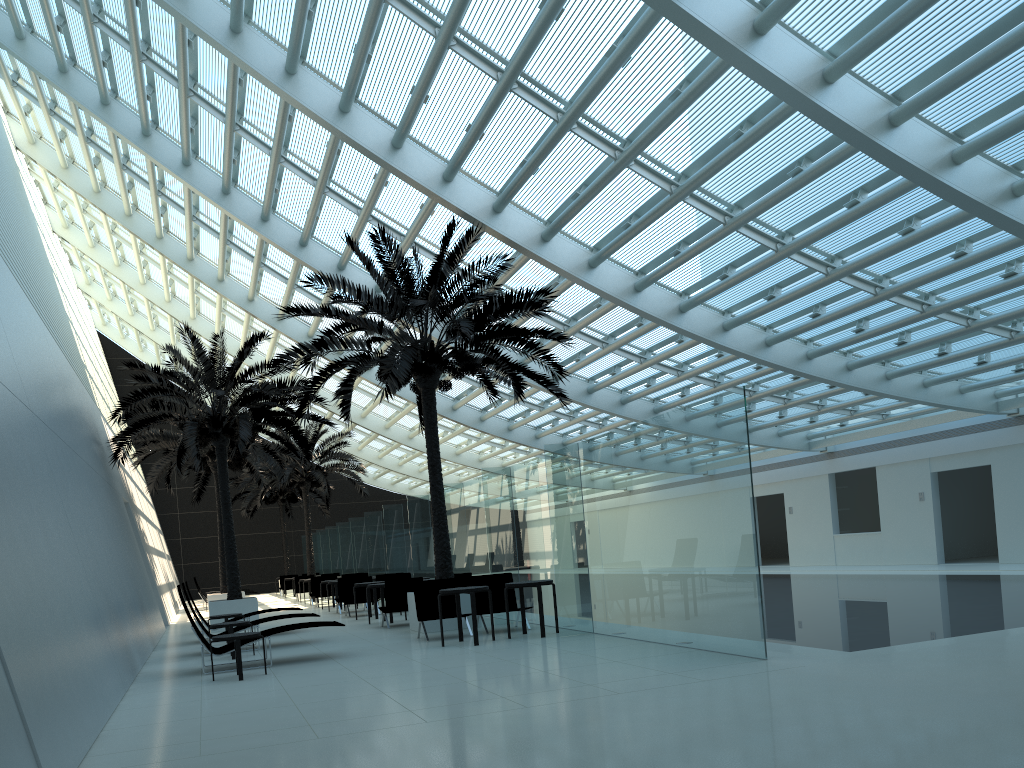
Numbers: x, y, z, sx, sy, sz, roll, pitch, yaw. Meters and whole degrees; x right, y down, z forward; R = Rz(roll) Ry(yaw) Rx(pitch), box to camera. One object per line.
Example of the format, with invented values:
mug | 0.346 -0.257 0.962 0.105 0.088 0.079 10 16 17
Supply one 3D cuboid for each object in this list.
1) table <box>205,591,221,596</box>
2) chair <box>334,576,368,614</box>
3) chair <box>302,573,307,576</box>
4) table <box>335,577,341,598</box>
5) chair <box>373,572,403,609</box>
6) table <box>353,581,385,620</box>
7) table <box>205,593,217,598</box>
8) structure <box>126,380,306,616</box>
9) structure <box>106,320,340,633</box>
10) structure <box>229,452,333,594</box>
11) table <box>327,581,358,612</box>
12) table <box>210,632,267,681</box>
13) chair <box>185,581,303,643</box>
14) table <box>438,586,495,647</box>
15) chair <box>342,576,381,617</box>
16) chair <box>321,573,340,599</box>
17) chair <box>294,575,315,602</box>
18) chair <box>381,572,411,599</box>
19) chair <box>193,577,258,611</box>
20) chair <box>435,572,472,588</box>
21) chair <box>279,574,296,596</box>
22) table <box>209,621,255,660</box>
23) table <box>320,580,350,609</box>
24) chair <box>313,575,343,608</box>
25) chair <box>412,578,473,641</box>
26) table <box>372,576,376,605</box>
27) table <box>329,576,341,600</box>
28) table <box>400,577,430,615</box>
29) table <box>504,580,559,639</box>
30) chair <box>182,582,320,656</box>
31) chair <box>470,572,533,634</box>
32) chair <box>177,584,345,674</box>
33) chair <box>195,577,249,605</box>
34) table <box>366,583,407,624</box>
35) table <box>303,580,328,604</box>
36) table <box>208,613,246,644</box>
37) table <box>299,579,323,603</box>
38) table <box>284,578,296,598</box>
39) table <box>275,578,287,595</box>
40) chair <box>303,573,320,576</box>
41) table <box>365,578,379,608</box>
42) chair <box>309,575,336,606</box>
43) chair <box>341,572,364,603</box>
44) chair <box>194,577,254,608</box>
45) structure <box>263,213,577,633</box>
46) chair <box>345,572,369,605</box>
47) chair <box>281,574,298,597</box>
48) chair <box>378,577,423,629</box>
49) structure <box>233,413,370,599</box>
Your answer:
table | -11.523 8.287 33.708 0.558 0.510 0.557 -7 -6 23
chair | -4.014 5.234 21.683 0.713 0.876 0.904 -3 -6 -20
chair | -8.827 8.694 38.055 0.713 0.876 0.904 -3 -6 -20
table | -5.420 6.676 28.471 0.685 0.770 0.683 -7 -5 23
chair | -3.138 5.220 21.995 0.713 0.876 0.904 -3 -6 -20
table | -3.021 4.674 18.827 0.684 0.770 0.684 -6 -5 18
table | -10.631 7.743 31.191 0.558 0.510 0.557 -7 -6 23
structure | -8.466 3.201 24.781 4.309 6.805 4.668 -5 -4 13
structure | -6.253 1.996 19.153 4.627 6.745 4.346 -2 -4 -41
structure | -10.527 6.286 40.695 4.441 6.929 4.886 -2 -5 -41
table | -4.434 5.532 22.789 0.685 0.770 0.683 -7 -5 23
table | -3.263 3.244 10.390 0.558 0.510 0.557 -7 -6 23
chair | -5.052 4.211 16.507 2.030 1.142 0.938 -2 -5 -20
table | -0.635 3.217 12.091 0.686 0.770 0.682 -7 -5 27
chair | -3.453 4.883 20.055 0.713 0.876 0.904 -3 -6 -20
chair | -6.356 7.177 31.035 0.713 0.876 0.904 -3 -6 -20
chair | -7.232 7.191 30.723 0.713 0.876 0.904 -3 -6 -20
chair | -2.577 4.870 20.367 0.713 0.876 0.904 -3 -6 -20
chair | -9.825 7.125 29.982 2.030 1.142 0.938 -2 -5 -20
chair | -1.190 4.031 16.495 0.713 0.876 0.904 -3 -6 -20
chair | -9.703 8.707 37.742 0.713 0.876 0.904 -3 -6 -20
table | -4.128 3.772 12.832 0.558 0.510 0.557 -7 -6 23
table | -4.918 5.833 24.184 0.684 0.770 0.684 -6 -5 18
chair | -5.354 6.044 25.423 0.713 0.876 0.904 -3 -6 -20
chair | -1.029 3.403 13.211 0.713 0.876 0.904 -3 -6 -20
table | -4.007 5.818 24.509 0.684 0.770 0.684 -6 -5 18
table | -5.893 6.970 29.832 0.684 0.770 0.684 -6 -5 18
table | -2.110 4.660 19.152 0.684 0.770 0.684 -6 -5 18
table | 0.276 3.203 12.416 0.686 0.770 0.682 -7 -5 27
chair | -4.187 3.683 14.065 2.030 1.142 0.938 -2 -5 -20
chair | -0.153 3.389 13.523 0.713 0.876 0.904 -3 -6 -20
chair | -3.322 3.155 11.623 2.030 1.142 0.938 -2 -5 -20
chair | -11.582 8.198 34.941 2.030 1.142 0.938 -2 -5 -20
table | -2.485 4.342 17.289 0.685 0.770 0.683 -7 -5 23
table | -6.331 6.690 28.146 0.685 0.770 0.683 -7 -5 23
table | -4.993 4.300 15.274 0.558 0.510 0.557 -7 -6 23
table | -6.804 6.984 29.507 0.684 0.770 0.684 -6 -5 18
table | -8.709 8.148 34.887 0.684 0.770 0.684 -6 -5 18
table | -10.122 9.005 38.849 0.686 0.770 0.682 -7 -5 27
chair | -8.270 8.345 36.438 0.713 0.876 0.904 -3 -6 -20
table | -3.523 5.518 23.114 0.685 0.770 0.683 -7 -5 23
chair | -5.912 6.393 27.039 0.713 0.876 0.904 -3 -6 -20
chair | -5.036 6.379 27.352 0.713 0.876 0.904 -3 -6 -20
chair | -10.690 7.653 32.424 2.030 1.142 0.938 -2 -5 -20
structure | -1.371 0.684 14.783 4.821 6.930 4.499 -5 -3 -1
chair | -4.479 6.031 25.736 0.713 0.876 0.904 -3 -6 -20
chair | -9.146 8.359 36.126 0.713 0.876 0.904 -3 -6 -20
chair | -2.066 4.045 16.183 0.713 0.876 0.904 -3 -6 -20
structure | -7.813 4.614 32.955 4.802 6.930 4.517 -3 -4 -26
